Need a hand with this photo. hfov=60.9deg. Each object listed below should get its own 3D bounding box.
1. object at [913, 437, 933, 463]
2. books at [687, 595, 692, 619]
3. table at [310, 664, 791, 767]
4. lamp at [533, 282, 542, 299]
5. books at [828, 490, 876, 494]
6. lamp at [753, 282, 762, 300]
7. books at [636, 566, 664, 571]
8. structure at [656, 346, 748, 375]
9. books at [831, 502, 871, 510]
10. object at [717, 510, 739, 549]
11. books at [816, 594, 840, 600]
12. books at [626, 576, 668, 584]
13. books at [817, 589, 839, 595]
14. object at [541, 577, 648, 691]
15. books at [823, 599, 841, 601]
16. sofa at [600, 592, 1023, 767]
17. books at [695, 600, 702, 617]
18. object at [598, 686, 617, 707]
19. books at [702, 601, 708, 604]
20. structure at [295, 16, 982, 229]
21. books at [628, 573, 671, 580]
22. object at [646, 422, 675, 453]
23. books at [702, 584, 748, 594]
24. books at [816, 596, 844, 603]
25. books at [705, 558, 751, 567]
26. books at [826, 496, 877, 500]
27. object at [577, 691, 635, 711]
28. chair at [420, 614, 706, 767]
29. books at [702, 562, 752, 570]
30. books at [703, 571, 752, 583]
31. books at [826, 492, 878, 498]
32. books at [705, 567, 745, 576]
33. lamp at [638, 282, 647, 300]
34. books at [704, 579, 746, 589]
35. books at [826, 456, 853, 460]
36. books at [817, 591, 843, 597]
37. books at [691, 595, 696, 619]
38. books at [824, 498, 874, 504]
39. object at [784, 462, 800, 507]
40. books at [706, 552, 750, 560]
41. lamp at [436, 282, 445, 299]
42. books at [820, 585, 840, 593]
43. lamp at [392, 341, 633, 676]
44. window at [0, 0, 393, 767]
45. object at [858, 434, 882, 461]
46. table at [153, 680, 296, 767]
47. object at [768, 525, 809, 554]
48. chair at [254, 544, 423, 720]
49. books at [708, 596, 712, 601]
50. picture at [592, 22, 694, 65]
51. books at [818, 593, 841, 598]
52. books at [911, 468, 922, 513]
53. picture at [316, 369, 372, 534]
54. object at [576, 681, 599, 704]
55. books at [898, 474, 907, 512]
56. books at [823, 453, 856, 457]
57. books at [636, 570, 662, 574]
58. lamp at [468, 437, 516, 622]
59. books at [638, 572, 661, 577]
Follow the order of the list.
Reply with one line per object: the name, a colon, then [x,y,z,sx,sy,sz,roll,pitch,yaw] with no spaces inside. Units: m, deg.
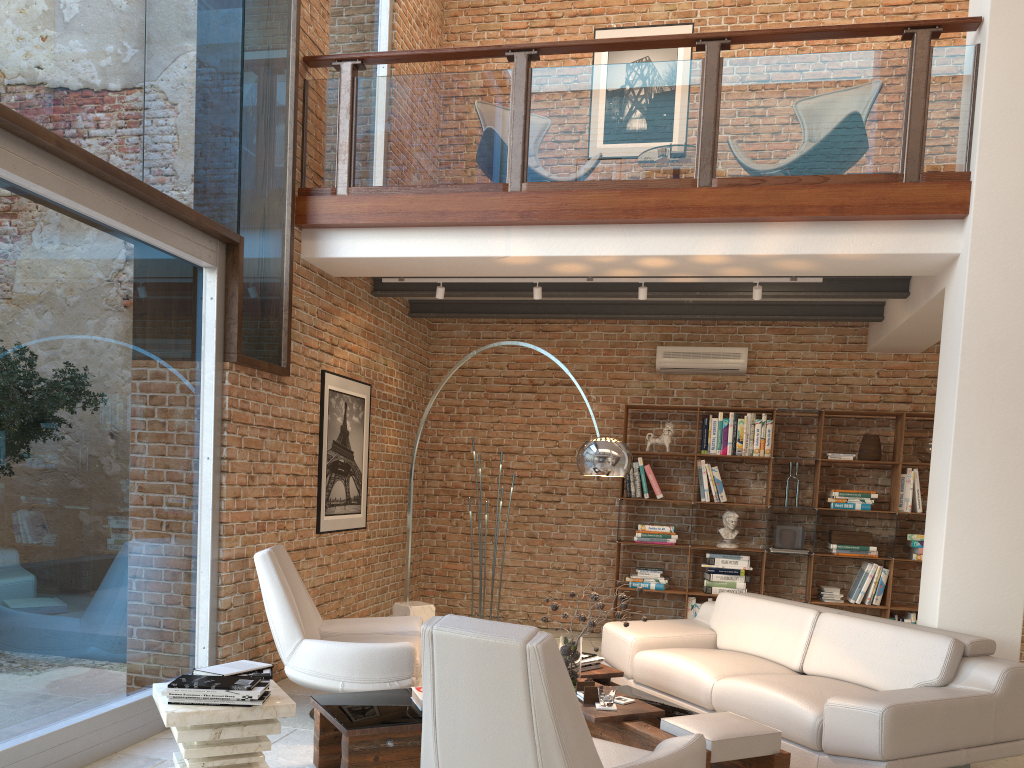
object: [3.690,0.584,7.516,0.438,0.219,0.437,6,-5,-36]
books: [1.637,2.147,8.070,0.036,0.384,0.243,4,1,13]
table: [0.017,1.727,4.468,1.978,0.429,2.203,6,-7,-26]
lamp: [0.183,-0.662,6.214,0.060,0.121,0.086,3,1,15]
books: [2.999,0.952,7.711,0.355,0.020,0.273,2,-6,11]
lamp: [1.663,-0.627,5.907,0.060,0.116,0.095,3,0,19]
books: [1.287,1.720,8.128,0.252,0.017,0.163,1,-6,12]
structure: [1.743,-0.217,8.023,0.811,0.220,0.200,2,-1,12]
books: [2.997,1.081,7.710,0.325,0.055,0.256,0,-6,22]
object: [1.975,1.321,7.944,0.195,0.351,0.194,4,2,28]
books: [2.832,1.906,7.814,0.162,0.017,0.253,2,-6,7]
books: [1.264,1.826,8.140,0.379,0.036,0.245,1,-6,12]
books: [2.834,1.862,7.811,0.162,0.017,0.253,1,-6,12]
object: [0.442,1.278,4.504,0.543,0.609,0.314,3,2,-17]
books: [2.845,1.920,7.816,0.156,0.008,0.243,2,-6,7]
sofa: [1.622,1.718,5.151,1.148,0.755,2.327,4,-5,-27]
books: [1.718,2.177,8.062,0.057,0.330,0.254,4,0,13]
object: [0.451,1.487,4.143,0.091,0.085,0.091,4,-2,-28]
books: [1.772,2.177,8.044,0.055,0.330,0.254,4,0,13]
structure: [2.435,-0.407,0.947,10.136,4.136,13.923,2,-6,12]
books: [1.279,1.798,8.125,0.379,0.018,0.245,2,-6,5]
object: [1.356,0.484,7.978,0.251,0.284,0.130,3,2,20]
books: [1.949,1.884,7.977,0.379,0.064,0.245,2,-6,7]
books: [2.852,1.934,7.822,0.171,0.019,0.237,3,-6,0]
books: [1.974,1.624,7.978,0.379,0.064,0.245,2,-6,6]
books: [2.995,1.007,7.704,0.379,0.018,0.245,2,-6,5]
object: [0.483,1.534,4.223,0.272,0.035,0.249,4,-6,-16]
chair: [0.093,1.302,3.142,1.023,1.018,0.975,2,-1,29]
books: [1.959,1.665,7.965,0.444,0.020,0.273,1,-6,12]
books: [1.965,1.764,7.969,0.380,0.064,0.245,3,-6,-1]
books: [2.996,0.979,7.693,0.379,0.036,0.245,2,-6,6]
books: [1.939,1.701,7.959,0.326,0.055,0.256,2,-6,7]
lamp: [0.910,-0.640,6.059,0.060,0.129,0.086,3,1,15]
books: [1.954,1.826,7.992,0.361,0.055,0.284,1,-6,15]
books: [2.876,0.652,7.656,0.205,0.034,0.133,1,-6,12]
books: [2.854,1.882,7.818,0.171,0.019,0.237,2,-6,5]
books: [1.675,2.150,8.078,0.036,0.384,0.243,4,1,13]
books: [2.980,1.036,7.719,0.379,0.036,0.245,1,-6,12]
object: [2.499,0.893,7.756,0.121,0.400,0.061,4,4,15]
books: [1.971,1.572,7.971,0.379,0.036,0.245,1,-6,12]
lamp: [-0.523,-0.676,6.363,0.059,0.129,0.085,2,1,-18]
books: [2.849,1.837,7.810,0.132,0.034,0.207,2,-6,7]
lamp: [-0.055,0.903,5.651,0.320,2.355,2.020,-1,2,-41]
window: [-2.658,-1.699,1.445,0.646,6.389,12.389,4,-4,13]
object: [3.122,0.559,7.594,0.194,0.233,0.192,3,0,-30]
table: [-1.221,1.542,3.660,0.497,0.505,0.493,3,-1,-28]
object: [2.478,1.388,7.812,0.335,0.233,0.284,2,-2,12]
chair: [-1.020,1.476,5.188,0.984,1.000,1.026,3,-1,-3]
books: [1.839,2.153,8.050,0.079,0.386,0.243,4,1,13]
picture: [1.185,-2.697,8.074,0.912,1.201,0.027,3,4,12]
books: [2.846,1.894,7.814,0.156,0.008,0.243,2,-6,7]
books: [3.515,0.931,7.610,0.101,0.384,0.243,4,1,13]
picture: [-1.287,0.548,6.737,0.027,1.198,0.912,4,1,13]
object: [0.378,1.510,4.270,0.094,0.082,0.114,3,-3,-16]
books: [3.381,0.953,7.619,0.055,0.330,0.254,4,0,13]
books: [2.873,0.627,7.662,0.236,0.019,0.171,2,-6,5]
books: [1.281,1.749,8.152,0.236,0.019,0.171,2,-6,5]
lamp: [-0.214,1.392,7.751,0.419,1.826,0.197,2,4,-18]
books: [1.284,1.774,8.146,0.205,0.034,0.133,1,-6,12]
